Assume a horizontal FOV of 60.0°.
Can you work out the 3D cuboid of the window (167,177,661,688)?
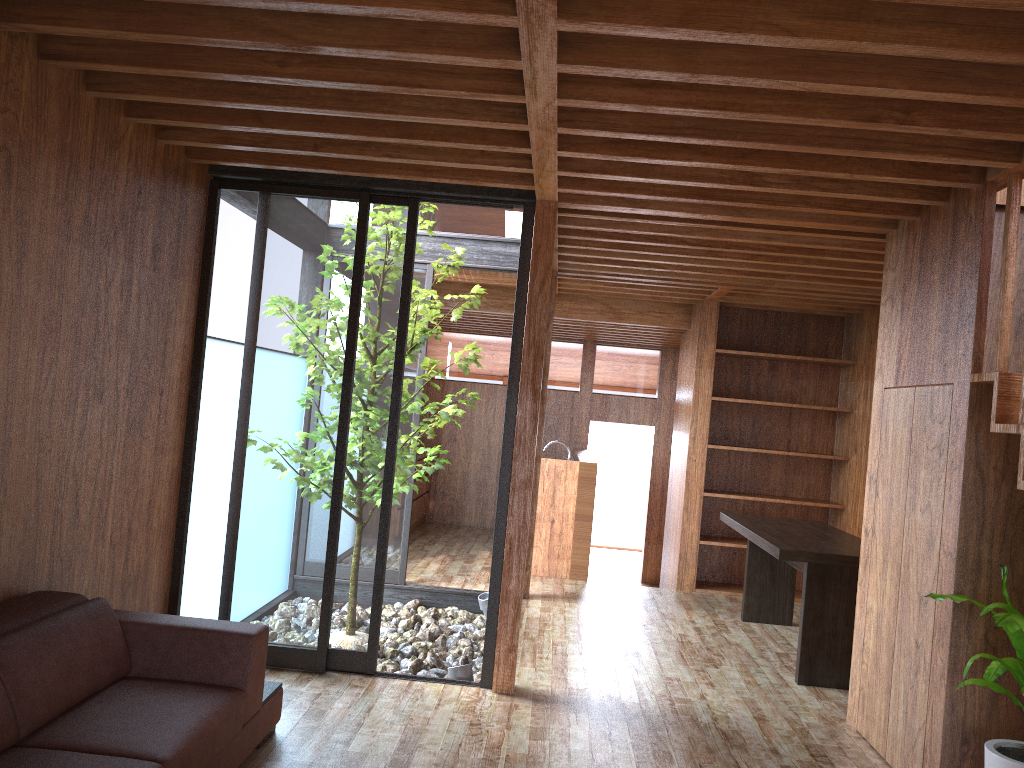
[{"bbox_3d":[0.577,-0.663,4.793,4.101,5.131,13.976,5,-1,3],"label":"window"}]

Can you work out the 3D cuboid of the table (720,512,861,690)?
[{"bbox_3d":[1.738,1.262,5.386,0.699,0.716,1.673,5,-1,3],"label":"table"}]

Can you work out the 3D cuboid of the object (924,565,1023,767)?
[{"bbox_3d":[1.679,1.036,2.768,0.675,1.031,0.631,5,-1,-8],"label":"object"}]

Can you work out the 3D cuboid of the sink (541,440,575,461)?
[{"bbox_3d":[0.320,0.704,8.302,0.557,0.423,2.460,5,-1,3],"label":"sink"}]

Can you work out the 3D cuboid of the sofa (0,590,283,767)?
[{"bbox_3d":[-0.861,0.929,2.185,1.698,0.760,2.506,5,-1,3],"label":"sofa"}]

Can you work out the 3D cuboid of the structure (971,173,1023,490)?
[{"bbox_3d":[1.969,0.404,1.959,0.828,2.298,2.449,5,-1,3],"label":"structure"}]
